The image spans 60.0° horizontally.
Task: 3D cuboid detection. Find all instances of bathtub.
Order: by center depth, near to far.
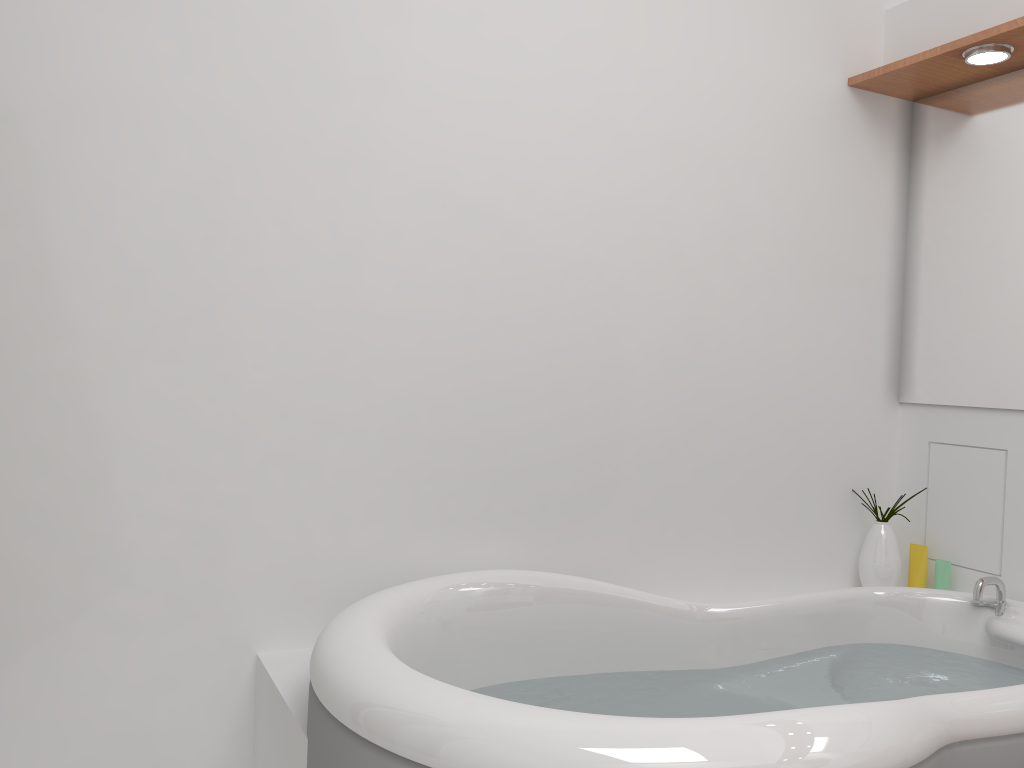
[{"bbox_3d":[0.522,0.769,1.773,1.863,0.674,1.055,2,1,-26],"label":"bathtub"}]

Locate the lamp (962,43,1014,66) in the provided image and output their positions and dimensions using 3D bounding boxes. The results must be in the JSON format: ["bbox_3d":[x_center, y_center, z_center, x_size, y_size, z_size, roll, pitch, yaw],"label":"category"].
[{"bbox_3d":[1.177,-0.815,2.194,0.113,0.021,0.113,3,1,35],"label":"lamp"}]

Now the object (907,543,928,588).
[{"bbox_3d":[1.153,0.538,2.520,0.047,0.162,0.047,2,1,0],"label":"object"}]

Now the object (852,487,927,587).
[{"bbox_3d":[1.051,0.449,2.489,0.215,0.326,0.154,2,1,5],"label":"object"}]

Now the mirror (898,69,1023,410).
[{"bbox_3d":[1.732,-0.346,1.474,0.022,0.887,2.600,2,1,-26],"label":"mirror"}]

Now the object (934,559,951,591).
[{"bbox_3d":[1.187,0.553,2.448,0.038,0.133,0.038,2,1,7],"label":"object"}]

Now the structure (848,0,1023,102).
[{"bbox_3d":[1.636,-0.910,1.410,0.287,0.240,2.606,2,1,-26],"label":"structure"}]
